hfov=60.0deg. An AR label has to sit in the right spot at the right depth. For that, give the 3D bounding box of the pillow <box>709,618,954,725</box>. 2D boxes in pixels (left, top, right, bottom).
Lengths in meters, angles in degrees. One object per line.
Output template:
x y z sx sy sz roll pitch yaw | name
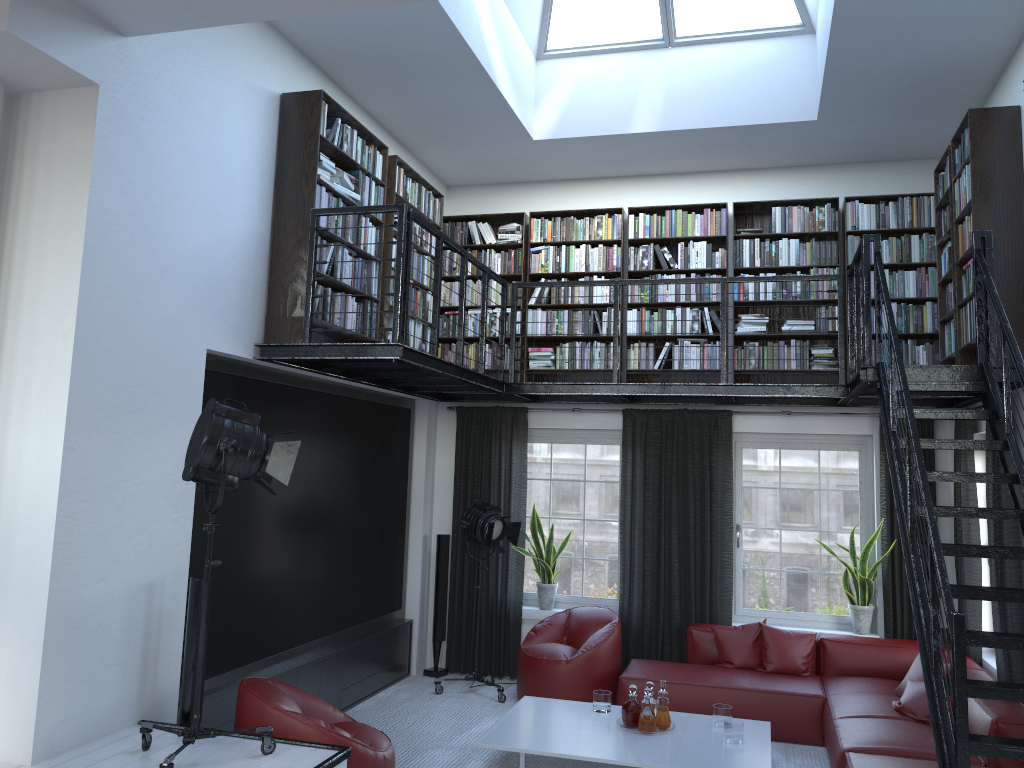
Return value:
2.470 1.986 6.382 0.981 0.403 1.951 6 -7 -32 | pillow

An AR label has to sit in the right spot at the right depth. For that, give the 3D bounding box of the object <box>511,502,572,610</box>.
0.165 1.505 7.786 0.553 0.944 0.523 -2 -8 26 | object

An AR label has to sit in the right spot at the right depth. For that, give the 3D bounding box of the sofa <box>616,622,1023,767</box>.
1.806 2.125 5.584 2.542 0.659 3.265 0 -6 16 | sofa

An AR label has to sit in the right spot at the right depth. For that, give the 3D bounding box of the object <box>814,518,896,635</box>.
2.724 1.520 7.034 0.553 0.944 0.523 1 -7 5 | object

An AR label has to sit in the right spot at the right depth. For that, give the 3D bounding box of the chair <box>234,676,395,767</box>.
-1.018 1.895 4.601 0.830 0.715 0.827 2 -6 -5 | chair

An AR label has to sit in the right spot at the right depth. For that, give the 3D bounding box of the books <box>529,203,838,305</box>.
1.452 -1.100 7.760 2.637 0.831 0.212 0 -8 16 | books

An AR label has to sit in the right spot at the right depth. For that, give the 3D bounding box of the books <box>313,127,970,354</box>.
0.973 -0.990 6.016 4.377 1.415 2.195 0 -6 15 | books

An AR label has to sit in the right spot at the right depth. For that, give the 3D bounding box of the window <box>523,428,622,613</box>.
0.496 1.207 8.001 1.167 1.613 0.132 0 -8 16 | window

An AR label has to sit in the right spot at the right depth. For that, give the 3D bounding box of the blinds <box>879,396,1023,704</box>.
3.244 1.334 6.252 0.527 2.391 1.741 2 -7 -2 | blinds

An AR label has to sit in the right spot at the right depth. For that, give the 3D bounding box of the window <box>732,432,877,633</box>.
2.426 1.220 7.452 1.167 1.613 0.132 0 -8 16 | window

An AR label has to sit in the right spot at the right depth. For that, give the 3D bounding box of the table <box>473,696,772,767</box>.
0.728 2.267 5.453 1.665 0.245 1.160 0 -6 16 | table

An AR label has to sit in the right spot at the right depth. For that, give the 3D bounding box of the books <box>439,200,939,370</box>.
1.444 -0.816 7.712 4.436 1.419 0.226 0 -8 16 | books

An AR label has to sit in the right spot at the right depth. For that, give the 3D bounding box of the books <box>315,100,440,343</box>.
-1.046 -1.017 6.566 0.315 1.429 2.196 0 -7 16 | books

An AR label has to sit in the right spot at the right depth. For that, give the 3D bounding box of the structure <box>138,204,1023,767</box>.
0.808 0.700 5.448 4.488 3.370 4.594 0 -6 16 | structure

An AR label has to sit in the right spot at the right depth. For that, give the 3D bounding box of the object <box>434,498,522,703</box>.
0.845 1.780 7.342 2.905 1.586 0.750 2 -7 0 | object

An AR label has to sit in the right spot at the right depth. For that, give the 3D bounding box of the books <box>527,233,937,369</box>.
1.801 -0.662 7.602 3.392 1.127 0.239 0 -8 16 | books

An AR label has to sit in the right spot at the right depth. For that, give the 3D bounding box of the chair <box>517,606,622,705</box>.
0.464 2.188 7.140 0.829 0.715 0.828 5 -7 -22 | chair

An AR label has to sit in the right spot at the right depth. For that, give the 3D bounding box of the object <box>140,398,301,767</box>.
-1.269 0.856 3.951 0.543 1.586 0.609 6 -9 -30 | object

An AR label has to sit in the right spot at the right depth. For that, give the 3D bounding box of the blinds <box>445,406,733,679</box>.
0.634 1.388 7.714 2.508 2.397 0.124 0 -8 16 | blinds

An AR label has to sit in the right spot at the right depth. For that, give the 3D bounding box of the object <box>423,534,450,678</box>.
-0.652 1.961 7.892 0.157 1.227 0.157 -3 -9 31 | object

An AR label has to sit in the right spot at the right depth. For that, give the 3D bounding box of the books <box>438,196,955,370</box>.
1.296 -0.869 7.253 4.435 1.436 1.279 0 -7 17 | books

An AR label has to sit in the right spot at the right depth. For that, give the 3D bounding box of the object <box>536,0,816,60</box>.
1.130 -3.077 6.636 2.221 0.636 1.180 0 -6 16 | object

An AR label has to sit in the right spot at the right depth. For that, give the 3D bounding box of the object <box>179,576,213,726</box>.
-1.628 1.601 4.474 0.157 1.227 0.157 2 -8 -3 | object

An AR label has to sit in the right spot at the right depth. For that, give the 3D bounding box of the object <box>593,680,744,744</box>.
0.961 2.023 5.622 1.008 0.296 0.510 0 -6 19 | object

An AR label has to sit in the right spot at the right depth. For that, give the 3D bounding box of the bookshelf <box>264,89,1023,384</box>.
1.076 -0.880 6.397 4.475 1.624 3.074 0 -6 16 | bookshelf

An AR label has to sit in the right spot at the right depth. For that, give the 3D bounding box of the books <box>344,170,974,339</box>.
1.041 -0.828 6.289 4.335 1.145 1.591 0 -6 15 | books

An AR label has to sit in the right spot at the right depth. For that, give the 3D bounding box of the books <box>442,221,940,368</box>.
1.442 -0.805 7.707 4.441 1.403 0.241 0 -8 16 | books

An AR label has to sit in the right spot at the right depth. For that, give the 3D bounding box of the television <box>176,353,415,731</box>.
-1.360 1.180 6.350 0.116 2.438 3.337 0 -7 16 | television

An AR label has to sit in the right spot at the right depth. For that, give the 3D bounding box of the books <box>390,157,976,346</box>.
1.136 -0.936 6.524 4.384 1.411 1.164 0 -7 16 | books
